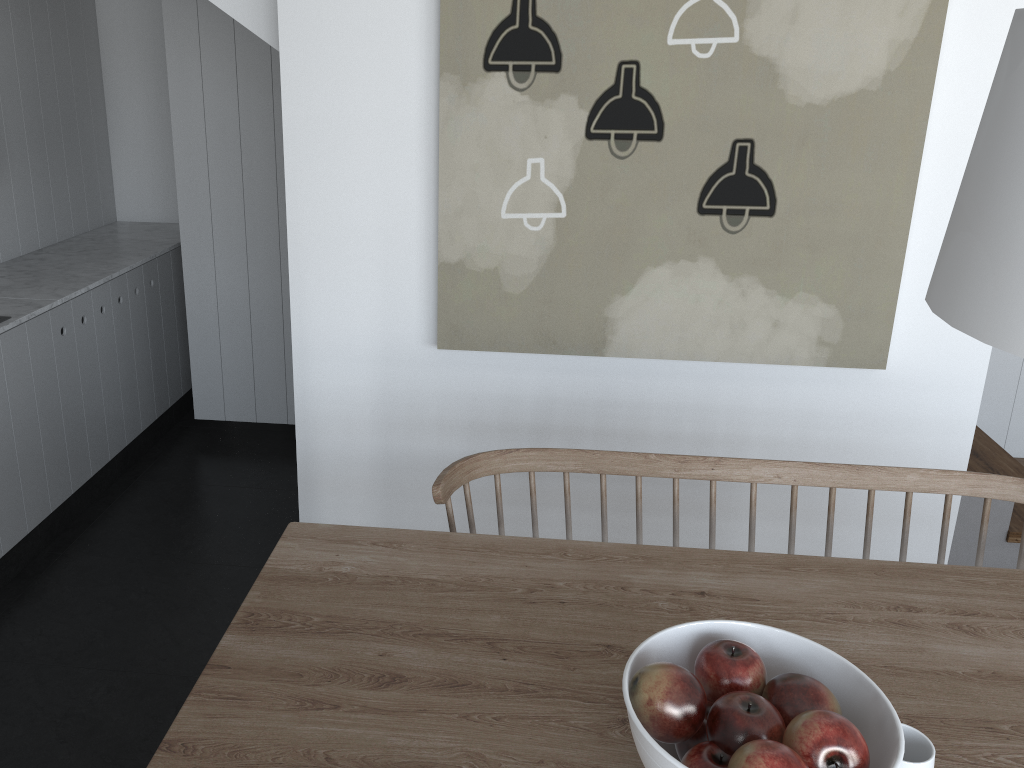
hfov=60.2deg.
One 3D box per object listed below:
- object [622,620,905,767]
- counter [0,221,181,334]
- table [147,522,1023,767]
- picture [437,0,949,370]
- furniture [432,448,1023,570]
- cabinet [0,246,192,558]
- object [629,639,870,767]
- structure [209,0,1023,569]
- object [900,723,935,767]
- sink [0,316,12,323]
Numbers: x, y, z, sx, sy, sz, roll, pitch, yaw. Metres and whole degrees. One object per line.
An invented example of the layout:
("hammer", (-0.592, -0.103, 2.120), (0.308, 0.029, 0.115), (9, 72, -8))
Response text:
("object", (0.287, 0.449, 1.067), (0.315, 0.162, 0.319), (1, 20, 1))
("counter", (-2.059, 0.183, 1.966), (0.582, 0.020, 6.191), (2, 20, 2))
("table", (0.543, 0.837, 1.328), (2.054, 0.739, 0.945), (3, 19, 5))
("picture", (0.446, -0.654, 2.440), (1.305, 1.201, 0.060), (3, 18, 5))
("furniture", (0.502, 0.633, 1.796), (1.368, 0.799, 0.549), (3, 19, 5))
("cabinet", (-1.788, 0.559, 2.056), (0.010, 0.736, 6.187), (3, 20, 2))
("object", (0.292, 0.429, 1.061), (0.231, 0.165, 0.260), (-12, 23, -33))
("structure", (0.184, -0.655, 3.237), (3.625, 2.592, 1.066), (3, 18, 5))
("object", (0.484, 0.481, 1.110), (0.083, 0.077, 0.084), (3, 19, 4))
("sink", (-2.001, 0.036, 2.567), (0.455, 0.164, 1.189), (2, 20, 3))
